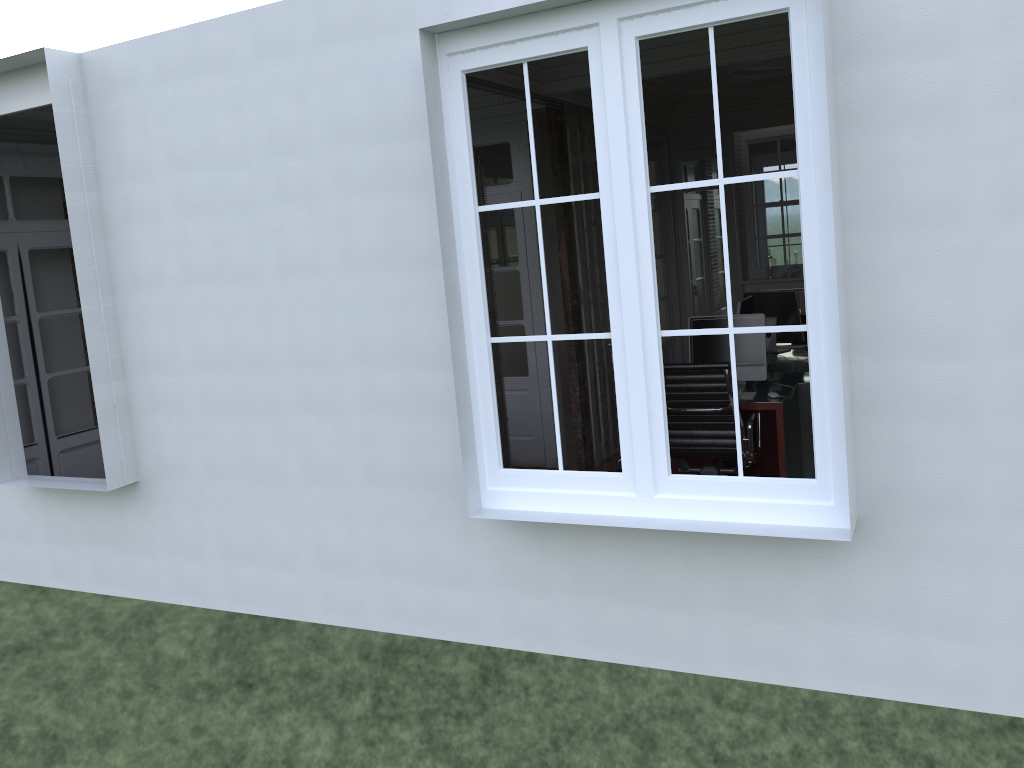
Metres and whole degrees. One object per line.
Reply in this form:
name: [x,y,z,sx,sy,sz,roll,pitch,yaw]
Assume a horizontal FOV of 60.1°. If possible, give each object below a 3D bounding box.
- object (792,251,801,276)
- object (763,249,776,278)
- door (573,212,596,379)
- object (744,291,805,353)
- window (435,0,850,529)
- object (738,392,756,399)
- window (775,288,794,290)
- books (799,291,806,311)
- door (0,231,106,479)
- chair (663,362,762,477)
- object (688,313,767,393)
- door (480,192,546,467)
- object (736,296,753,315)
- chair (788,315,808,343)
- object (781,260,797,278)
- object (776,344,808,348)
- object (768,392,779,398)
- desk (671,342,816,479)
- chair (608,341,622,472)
object: [2.801,-1.170,8.721,0.088,0.270,0.088,-3,7,21]
object: [2.563,-1.183,8.792,0.129,0.313,0.129,-10,8,-38]
door: [0.734,-1.012,10.645,0.041,2.073,1.084,-2,7,26]
object: [2.087,-0.501,7.110,0.190,0.482,0.484,-10,9,-38]
window: [0.466,-0.464,3.431,1.526,1.973,0.128,-2,7,26]
object: [1.282,0.072,5.484,0.438,0.017,0.119,-1,10,26]
window: [4.127,-2.221,12.072,1.538,1.927,0.128,-2,7,26]
books: [2.963,-0.831,8.799,0.150,0.192,0.144,-6,7,-8]
door: [-3.302,0.036,6.168,0.041,2.169,1.168,-2,7,26]
chair: [1.177,0.332,5.374,0.665,1.017,0.704,-1,8,30]
object: [1.380,-0.199,5.646,0.483,0.482,0.191,-2,7,26]
door: [-0.283,-0.408,7.166,1.056,2.167,0.041,-2,7,26]
object: [1.778,-0.408,6.708,0.189,0.482,0.487,-2,8,26]
chair: [2.462,-0.113,7.722,0.604,0.914,0.476,-10,8,-33]
object: [2.703,-1.113,8.642,0.148,0.199,0.149,-4,7,9]
object: [2.221,-0.313,7.322,0.438,0.017,0.119,-1,10,26]
object: [1.572,0.063,5.332,0.059,0.028,0.107,-6,9,-4]
desk: [1.953,0.239,6.394,1.299,0.723,2.526,-1,10,26]
chair: [1.087,0.162,6.478,0.698,1.017,0.670,-3,7,21]
